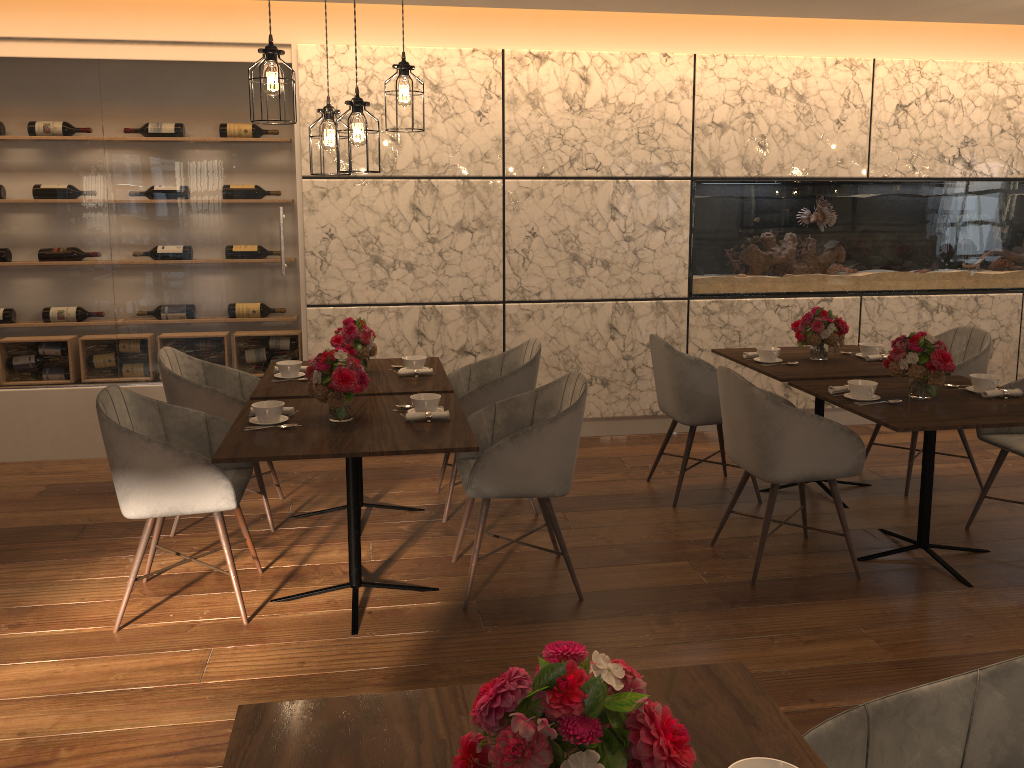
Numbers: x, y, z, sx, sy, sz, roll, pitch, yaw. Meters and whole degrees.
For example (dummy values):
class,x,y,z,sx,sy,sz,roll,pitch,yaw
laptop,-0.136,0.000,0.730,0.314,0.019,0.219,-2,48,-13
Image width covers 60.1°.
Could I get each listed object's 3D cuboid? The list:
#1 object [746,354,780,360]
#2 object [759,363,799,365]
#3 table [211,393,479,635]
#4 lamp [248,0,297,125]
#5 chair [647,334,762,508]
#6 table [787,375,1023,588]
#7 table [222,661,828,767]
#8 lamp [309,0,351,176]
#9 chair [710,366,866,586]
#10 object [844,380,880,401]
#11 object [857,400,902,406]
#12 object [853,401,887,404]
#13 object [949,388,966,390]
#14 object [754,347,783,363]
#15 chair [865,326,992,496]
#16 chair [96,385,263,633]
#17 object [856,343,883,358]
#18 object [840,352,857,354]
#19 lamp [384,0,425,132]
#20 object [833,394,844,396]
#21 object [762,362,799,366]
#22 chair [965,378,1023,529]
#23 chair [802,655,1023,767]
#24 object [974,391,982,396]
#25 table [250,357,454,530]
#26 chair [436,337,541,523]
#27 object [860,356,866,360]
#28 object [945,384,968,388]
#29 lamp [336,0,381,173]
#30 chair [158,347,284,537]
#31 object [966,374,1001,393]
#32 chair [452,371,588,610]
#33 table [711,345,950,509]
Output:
class,x,y,z,sx,sy,sz,roll,pitch,yaw
object,1.359,-0.146,4.790,0.192,0.024,0.025,-2,10,-9
object,1.401,-0.105,4.640,0.211,0.004,0.022,-2,12,-9
table,-0.626,0.498,3.500,0.896,0.715,0.904,-2,10,-9
lamp,-0.949,-2.055,3.375,0.175,2.053,0.176,-1,8,-7
chair,1.013,0.161,4.761,0.526,0.865,0.570,-2,9,-9
table,1.821,0.414,3.885,0.896,0.715,0.904,-2,10,-9
table,0.052,0.969,1.178,0.896,0.715,0.904,-2,10,-9
lamp,-0.800,-1.936,3.752,0.175,2.053,0.176,-1,8,-7
chair,1.164,0.352,3.824,0.526,0.865,0.570,-2,9,-9
object,1.507,0.029,3.809,0.148,0.071,0.149,-7,13,-31
object,1.544,0.079,3.706,0.197,0.015,0.043,-3,11,-13
object,1.545,0.077,3.742,0.211,0.004,0.022,-2,12,-9
object,2.064,0.020,4.016,0.211,0.004,0.022,-2,12,-9
object,1.362,-0.153,4.707,0.148,0.071,0.149,-7,13,-31
chair,2.327,0.119,4.953,0.526,0.865,0.570,-2,9,-9
chair,-1.283,0.436,3.439,0.526,0.865,0.570,-2,9,-9
object,1.958,-0.181,4.837,0.148,0.071,0.149,-7,13,-31
object,1.921,-0.175,4.949,0.197,0.015,0.043,-3,11,-13
lamp,-0.476,-2.137,3.775,0.175,2.053,0.176,-1,8,-7
object,1.504,0.036,3.892,0.192,0.024,0.025,-2,10,-9
object,1.398,-0.105,4.611,0.197,0.015,0.043,-1,11,-5
chair,2.478,0.310,4.015,0.526,0.865,0.570,-2,9,-9
chair,0.709,0.864,1.309,0.526,0.865,0.570,-2,9,-9
object,2.106,0.041,3.863,0.192,0.024,0.025,-2,10,-9
table,-0.777,0.308,4.437,0.896,0.715,0.904,-2,10,-9
chair,-0.120,0.204,4.568,0.526,0.865,0.570,-2,9,-9
object,1.961,-0.142,4.761,0.192,0.024,0.025,-2,10,-9
object,2.065,0.008,4.051,0.197,0.015,0.043,-3,11,-13
lamp,-0.624,-1.876,3.454,0.175,2.053,0.176,-1,8,-7
chair,-1.434,0.246,4.377,0.526,0.865,0.570,-2,9,-9
object,2.102,0.001,3.939,0.148,0.071,0.149,-7,13,-31
chair,0.031,0.394,3.630,0.526,0.865,0.570,-2,9,-9
table,1.670,0.224,4.822,0.896,0.715,0.904,-2,10,-9
